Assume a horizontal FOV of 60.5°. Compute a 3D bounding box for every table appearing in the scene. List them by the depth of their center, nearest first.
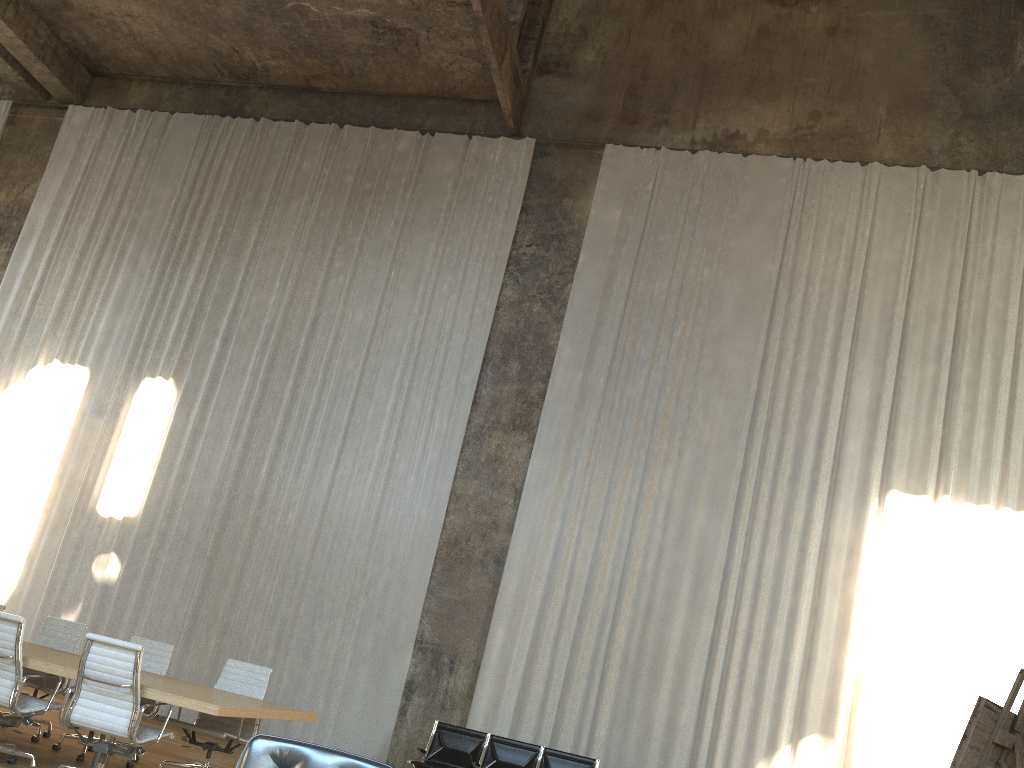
[{"bbox_3d":[-5.497,2.207,7.220,7.661,0.736,1.665,8,-19,14],"label":"table"}]

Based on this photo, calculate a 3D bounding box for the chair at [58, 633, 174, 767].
[{"bbox_3d":[-2.654,2.233,5.866,0.661,0.994,0.726,8,-16,20],"label":"chair"}]

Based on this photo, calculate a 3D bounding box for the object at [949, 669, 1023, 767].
[{"bbox_3d":[1.570,1.588,2.955,0.685,2.080,0.722,-1,-19,45],"label":"object"}]

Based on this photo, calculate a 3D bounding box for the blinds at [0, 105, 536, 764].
[{"bbox_3d":[-4.315,0.050,12.123,7.782,8.386,0.284,9,-14,15],"label":"blinds"}]

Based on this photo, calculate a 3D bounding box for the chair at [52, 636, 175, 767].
[{"bbox_3d":[-3.295,2.635,7.379,0.661,0.994,0.726,8,-16,18],"label":"chair"}]

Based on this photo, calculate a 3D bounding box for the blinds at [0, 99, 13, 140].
[{"bbox_3d":[-12.624,-1.126,14.150,7.784,8.387,0.284,9,-13,13],"label":"blinds"}]

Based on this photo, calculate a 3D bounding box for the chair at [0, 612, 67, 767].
[{"bbox_3d":[-3.488,2.102,6.035,0.661,0.994,0.726,7,-16,22],"label":"chair"}]

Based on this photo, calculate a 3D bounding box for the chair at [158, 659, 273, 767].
[{"bbox_3d":[-2.975,1.661,4.478,31.286,1.001,13.474,8,-20,14],"label":"chair"}]

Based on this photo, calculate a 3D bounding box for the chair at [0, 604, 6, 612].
[{"bbox_3d":[-5.037,2.386,7.799,0.661,0.994,0.726,7,-16,22],"label":"chair"}]

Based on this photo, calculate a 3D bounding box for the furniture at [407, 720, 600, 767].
[{"bbox_3d":[-0.108,4.040,8.968,1.859,0.818,0.735,8,-17,14],"label":"furniture"}]

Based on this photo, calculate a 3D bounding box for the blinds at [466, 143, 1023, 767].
[{"bbox_3d":[3.969,1.222,10.102,7.782,8.386,0.284,9,-14,15],"label":"blinds"}]

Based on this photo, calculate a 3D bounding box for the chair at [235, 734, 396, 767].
[{"bbox_3d":[-0.808,1.613,2.799,0.726,0.865,0.852,10,-16,11],"label":"chair"}]

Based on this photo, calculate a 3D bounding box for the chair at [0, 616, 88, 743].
[{"bbox_3d":[-4.175,2.509,7.592,0.661,0.994,0.726,8,-16,20],"label":"chair"}]
